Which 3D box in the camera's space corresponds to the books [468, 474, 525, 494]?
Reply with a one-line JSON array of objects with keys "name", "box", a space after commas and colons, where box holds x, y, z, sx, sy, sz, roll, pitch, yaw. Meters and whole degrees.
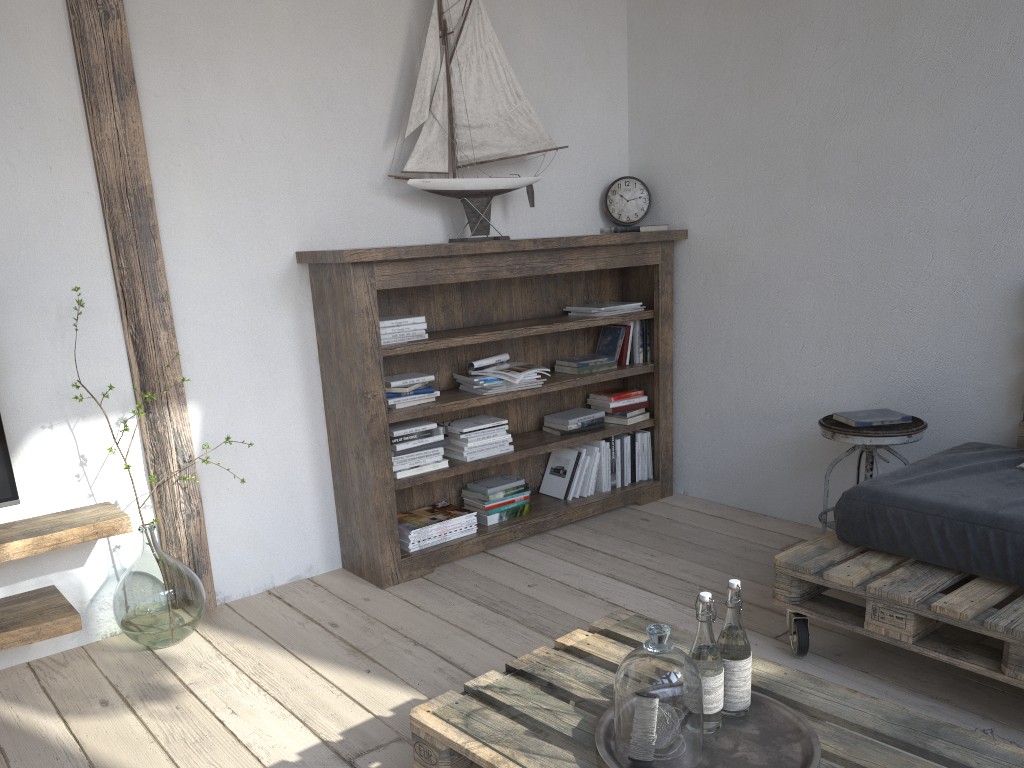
[{"name": "books", "box": [-0.063, 0.406, 3.588, 0.196, 0.022, 0.131, -11, 13, -38]}]

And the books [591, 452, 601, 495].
[{"name": "books", "box": [0.321, 0.380, 3.848, 0.064, 0.189, 0.137, -15, 18, -37]}]

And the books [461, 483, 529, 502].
[{"name": "books", "box": [-0.069, 0.429, 3.593, 0.217, 0.026, 0.172, -12, 13, -42]}]

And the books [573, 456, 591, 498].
[{"name": "books", "box": [0.264, 0.392, 3.812, 0.093, 0.180, 0.137, -14, 18, -37]}]

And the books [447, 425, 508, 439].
[{"name": "books", "box": [-0.149, 0.176, 3.462, 0.217, 0.017, 0.154, -9, 12, -32]}]

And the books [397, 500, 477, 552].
[{"name": "books", "box": [-0.320, 0.543, 3.386, 0.312, 0.091, 0.234, -11, 13, -37]}]

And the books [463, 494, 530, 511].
[{"name": "books", "box": [-0.064, 0.467, 3.588, 0.221, 0.022, 0.155, -10, 12, -37]}]

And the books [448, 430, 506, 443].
[{"name": "books", "box": [-0.137, 0.197, 3.441, 0.182, 0.019, 0.137, -11, 13, -37]}]

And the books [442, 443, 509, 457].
[{"name": "books", "box": [-0.147, 0.244, 3.452, 0.216, 0.017, 0.155, -11, 12, -37]}]

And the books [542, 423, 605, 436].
[{"name": "books", "box": [0.262, 0.186, 3.784, 0.226, 0.025, 0.149, -8, 11, -29]}]

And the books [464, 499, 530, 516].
[{"name": "books", "box": [-0.063, 0.488, 3.593, 0.221, 0.022, 0.156, -12, 13, -42]}]

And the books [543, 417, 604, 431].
[{"name": "books", "box": [0.266, 0.161, 3.783, 0.208, 0.023, 0.157, -11, 13, -37]}]

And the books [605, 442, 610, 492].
[{"name": "books", "box": [0.370, 0.354, 3.879, 0.017, 0.227, 0.154, -16, 19, -37]}]

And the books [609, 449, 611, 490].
[{"name": "books", "box": [0.384, 0.368, 3.896, 0.018, 0.191, 0.137, -16, 19, -37]}]

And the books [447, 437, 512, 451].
[{"name": "books", "box": [-0.133, 0.225, 3.457, 0.217, 0.017, 0.154, -9, 12, -32]}]

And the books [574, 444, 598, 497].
[{"name": "books", "box": [0.291, 0.370, 3.826, 0.089, 0.218, 0.154, -15, 18, -37]}]

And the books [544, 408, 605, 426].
[{"name": "books", "box": [0.267, 0.139, 3.777, 0.224, 0.025, 0.150, -12, 13, -41]}]

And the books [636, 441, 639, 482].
[{"name": "books", "box": [0.522, 0.343, 4.000, 0.018, 0.191, 0.137, -16, 19, -37]}]

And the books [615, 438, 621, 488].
[{"name": "books", "box": [0.421, 0.343, 3.926, 0.021, 0.226, 0.155, -16, 19, -37]}]

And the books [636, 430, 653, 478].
[{"name": "books", "box": [0.577, 0.316, 4.036, 0.035, 0.227, 0.154, -15, 19, -37]}]

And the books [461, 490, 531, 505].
[{"name": "books", "box": [-0.066, 0.448, 3.598, 0.227, 0.013, 0.171, -10, 12, -34]}]

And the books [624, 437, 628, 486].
[{"name": "books", "box": [0.457, 0.338, 3.945, 0.017, 0.227, 0.154, -16, 19, -37]}]

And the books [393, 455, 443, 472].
[{"name": "books", "box": [-0.393, 0.282, 3.273, 0.216, 0.022, 0.155, -11, 13, -37]}]

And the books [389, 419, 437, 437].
[{"name": "books", "box": [-0.390, 0.159, 3.222, 0.182, 0.019, 0.137, -11, 13, -37]}]

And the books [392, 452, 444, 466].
[{"name": "books", "box": [-0.387, 0.262, 3.268, 0.216, 0.017, 0.155, -11, 12, -37]}]

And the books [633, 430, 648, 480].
[{"name": "books", "box": [0.554, 0.320, 4.021, 0.021, 0.226, 0.155, -16, 19, -37]}]

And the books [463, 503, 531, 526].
[{"name": "books", "box": [-0.064, 0.517, 3.602, 0.220, 0.040, 0.171, -11, 13, -37]}]

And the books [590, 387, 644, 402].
[{"name": "books", "box": [0.466, 0.046, 3.929, 0.199, 0.020, 0.141, -11, 13, -37]}]

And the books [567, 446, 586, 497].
[{"name": "books", "box": [0.234, 0.376, 3.826, 0.106, 0.212, 0.155, -14, 18, -37]}]

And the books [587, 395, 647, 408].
[{"name": "books", "box": [0.467, 0.071, 3.910, 0.216, 0.022, 0.155, -10, 12, -33]}]

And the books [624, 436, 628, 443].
[{"name": "books", "box": [0.461, 0.334, 3.967, 0.017, 0.227, 0.154, -16, 19, -37]}]

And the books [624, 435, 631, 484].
[{"name": "books", "box": [0.473, 0.331, 3.982, 0.021, 0.226, 0.155, -16, 19, -37]}]

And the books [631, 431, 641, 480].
[{"name": "books", "box": [0.525, 0.321, 4.021, 0.021, 0.226, 0.155, -16, 19, -37]}]

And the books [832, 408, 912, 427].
[{"name": "books", "box": [1.228, 0.115, 3.009, 0.204, 0.022, 0.146, -5, 10, -9]}]

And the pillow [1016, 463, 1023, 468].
[{"name": "pillow", "box": [1.903, 0.104, 2.144, 0.346, 0.366, 1.113, -13, 15, -38]}]

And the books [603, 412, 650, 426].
[{"name": "books", "box": [0.477, 0.144, 3.928, 0.216, 0.031, 0.159, 7, 14, 44]}]

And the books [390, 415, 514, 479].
[{"name": "books", "box": [-0.270, 0.218, 3.364, 0.541, 0.156, 0.203, -11, 14, -37]}]

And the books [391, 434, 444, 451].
[{"name": "books", "box": [-0.385, 0.205, 3.243, 0.215, 0.022, 0.155, -12, 13, -42]}]

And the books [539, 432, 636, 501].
[{"name": "books", "box": [0.336, 0.341, 3.884, 0.405, 0.256, 0.198, -12, 16, -36]}]

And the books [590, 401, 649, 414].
[{"name": "books", "box": [0.478, 0.094, 3.917, 0.200, 0.027, 0.158, -9, 12, -30]}]

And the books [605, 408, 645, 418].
[{"name": "books", "box": [0.467, 0.119, 3.921, 0.203, 0.022, 0.147, 5, 13, 40]}]

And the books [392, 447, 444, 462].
[{"name": "books", "box": [-0.386, 0.248, 3.245, 0.217, 0.017, 0.154, -9, 12, -32]}]
